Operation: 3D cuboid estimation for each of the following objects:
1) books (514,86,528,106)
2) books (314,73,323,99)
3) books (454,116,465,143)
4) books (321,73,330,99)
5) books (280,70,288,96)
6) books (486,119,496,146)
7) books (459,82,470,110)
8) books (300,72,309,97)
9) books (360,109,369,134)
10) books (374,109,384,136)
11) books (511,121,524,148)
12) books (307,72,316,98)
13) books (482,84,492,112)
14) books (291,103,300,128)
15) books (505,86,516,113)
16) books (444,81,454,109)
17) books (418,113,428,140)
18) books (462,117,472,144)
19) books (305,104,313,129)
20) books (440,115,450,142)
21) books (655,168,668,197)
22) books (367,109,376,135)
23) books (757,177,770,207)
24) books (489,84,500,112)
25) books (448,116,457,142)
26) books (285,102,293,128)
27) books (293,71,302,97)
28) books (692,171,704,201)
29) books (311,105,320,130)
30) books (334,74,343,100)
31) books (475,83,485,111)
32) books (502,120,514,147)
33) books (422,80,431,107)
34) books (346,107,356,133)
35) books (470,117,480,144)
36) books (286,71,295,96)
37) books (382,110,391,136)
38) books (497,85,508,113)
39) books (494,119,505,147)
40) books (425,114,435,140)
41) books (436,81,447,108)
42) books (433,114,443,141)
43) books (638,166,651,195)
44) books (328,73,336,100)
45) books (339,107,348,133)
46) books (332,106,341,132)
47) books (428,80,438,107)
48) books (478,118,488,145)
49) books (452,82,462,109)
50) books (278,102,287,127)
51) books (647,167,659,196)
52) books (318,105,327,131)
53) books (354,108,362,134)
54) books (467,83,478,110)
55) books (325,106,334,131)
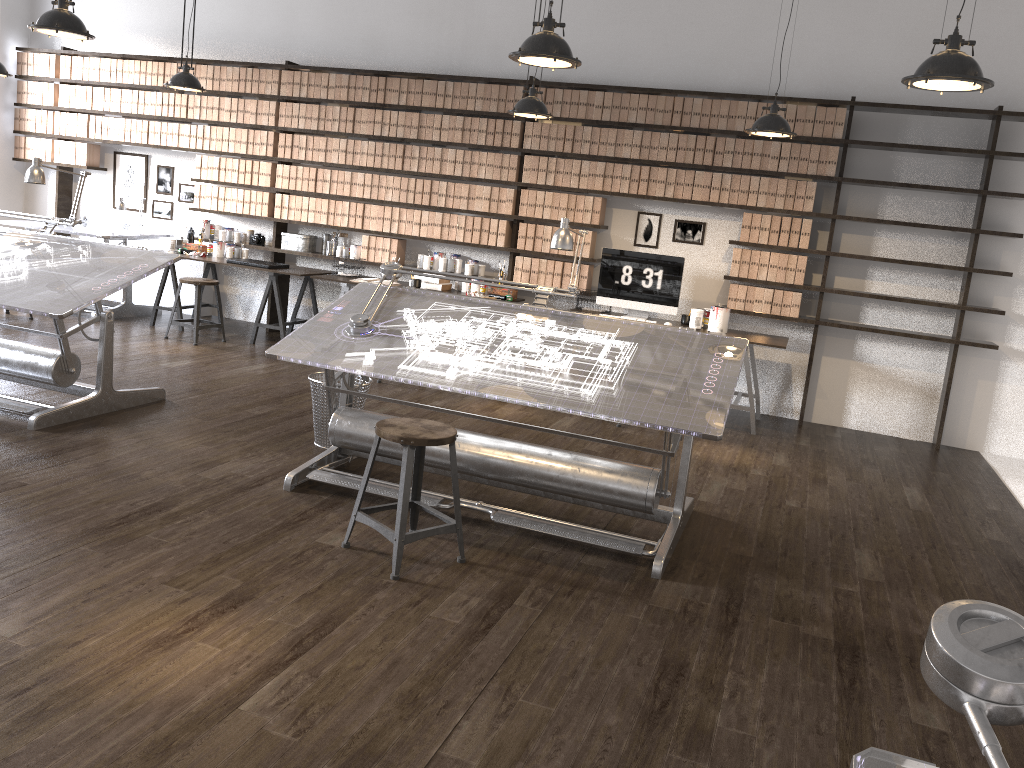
[{"bbox_3d":[0.080,-2.335,7.327,0.067,0.224,0.175,9,10,18],"label":"books"},{"bbox_3d":[-1.687,-2.651,7.912,0.067,0.224,0.175,9,10,18],"label":"books"},{"bbox_3d":[-0.416,-2.147,7.518,0.067,0.224,0.175,9,10,18],"label":"books"},{"bbox_3d":[-1.623,-2.638,7.887,0.067,0.224,0.175,9,10,18],"label":"books"},{"bbox_3d":[-2.014,-2.709,8.019,0.067,0.224,0.175,9,10,18],"label":"books"},{"bbox_3d":[-0.150,-2.101,7.437,0.067,0.224,0.175,9,10,18],"label":"books"},{"bbox_3d":[-0.371,-2.416,7.479,0.067,0.224,0.175,9,10,18],"label":"books"},{"bbox_3d":[-1.819,-2.674,7.954,0.067,0.224,0.175,9,10,18],"label":"books"},{"bbox_3d":[-1.256,-2.298,7.799,0.067,0.224,0.175,9,10,18],"label":"books"},{"bbox_3d":[-1.130,-2.274,7.753,0.067,0.224,0.175,9,10,18],"label":"books"},{"bbox_3d":[0.060,-2.063,7.366,0.067,0.224,0.175,9,10,18],"label":"books"},{"bbox_3d":[-1.752,-2.663,7.936,0.067,0.224,0.175,9,10,18],"label":"books"},{"bbox_3d":[-0.178,-2.382,7.415,0.067,0.224,0.175,9,10,18],"label":"books"},{"bbox_3d":[-1.912,-2.414,8.011,0.067,0.224,0.175,9,10,18],"label":"books"},{"bbox_3d":[0.015,-2.348,7.353,0.067,0.224,0.175,9,10,18],"label":"books"},{"bbox_3d":[-0.503,-2.439,7.520,0.067,0.224,0.175,9,10,18],"label":"books"},{"bbox_3d":[-0.735,-2.205,7.630,0.067,0.224,0.175,9,10,18],"label":"books"},{"bbox_3d":[-0.351,-2.137,7.503,0.067,0.224,0.175,9,10,18],"label":"books"},{"bbox_3d":[-1.784,-2.392,7.973,0.067,0.224,0.175,9,10,18],"label":"books"},{"bbox_3d":[-0.537,-2.169,7.561,0.067,0.224,0.175,9,10,18],"label":"books"},{"bbox_3d":[1.198,-1.592,7.015,0.067,0.224,0.175,9,10,18],"label":"books"},{"bbox_3d":[-1.198,-2.286,7.775,0.067,0.224,0.175,9,10,18],"label":"books"},{"bbox_3d":[1.929,-1.463,6.778,0.067,0.224,0.175,9,10,18],"label":"books"},{"bbox_3d":[-0.117,-2.370,7.390,0.067,0.224,0.175,9,10,18],"label":"books"},{"bbox_3d":[-0.477,-2.159,7.543,0.067,0.224,0.175,9,10,18],"label":"books"},{"bbox_3d":[-1.976,-2.426,8.037,0.067,0.224,0.175,9,10,18],"label":"books"},{"bbox_3d":[-1.888,-2.685,7.973,0.067,0.224,0.175,9,10,18],"label":"books"},{"bbox_3d":[1.469,-1.545,6.931,0.067,0.224,0.175,9,10,18],"label":"books"},{"bbox_3d":[-1.722,-2.380,7.948,0.067,0.224,0.175,9,10,18],"label":"books"},{"bbox_3d":[-1.495,-2.616,7.848,0.067,0.224,0.175,9,10,18],"label":"books"},{"bbox_3d":[-0.238,-2.392,7.433,0.067,0.224,0.175,9,10,18],"label":"books"},{"bbox_3d":[-0.010,-2.076,7.391,0.067,0.224,0.175,9,10,18],"label":"books"},{"bbox_3d":[-0.698,-2.474,7.586,0.067,0.224,0.175,9,10,18],"label":"books"},{"bbox_3d":[-1.388,-2.321,7.839,0.067,0.224,0.175,9,10,18],"label":"books"},{"bbox_3d":[-0.284,-2.125,7.481,0.067,0.224,0.175,9,10,18],"label":"books"},{"bbox_3d":[-1.956,-2.697,7.995,0.067,0.224,0.175,9,10,18],"label":"books"},{"bbox_3d":[-1.061,-2.263,7.734,0.067,0.224,0.175,9,10,18],"label":"books"},{"bbox_3d":[-0.052,-2.360,7.375,0.067,0.224,0.175,9,10,18],"label":"books"},{"bbox_3d":[-0.082,-2.088,7.409,0.067,0.224,0.175,9,10,18],"label":"books"},{"bbox_3d":[-0.670,-2.193,7.607,0.067,0.224,0.175,9,10,18],"label":"books"},{"bbox_3d":[-0.572,-2.451,7.540,0.067,0.224,0.175,9,10,18],"label":"books"},{"bbox_3d":[-0.605,-2.181,7.581,0.067,0.224,0.175,9,10,18],"label":"books"},{"bbox_3d":[1.067,-1.616,7.060,0.067,0.224,0.175,9,10,18],"label":"books"},{"bbox_3d":[-1.554,-2.626,7.866,0.067,0.224,0.175,9,10,18],"label":"books"},{"bbox_3d":[-1.457,-2.334,7.867,0.067,0.224,0.175,9,10,18],"label":"books"},{"bbox_3d":[-1.525,-2.345,7.885,0.067,0.224,0.175,9,10,18],"label":"books"},{"bbox_3d":[-0.640,-2.463,7.562,0.067,0.224,0.175,9,10,18],"label":"books"},{"bbox_3d":[-0.219,-2.112,7.455,0.067,0.224,0.175,9,10,18],"label":"books"},{"bbox_3d":[-0.436,-2.428,7.503,0.067,0.224,0.175,9,10,18],"label":"books"},{"bbox_3d":[-2.041,-2.438,8.060,0.067,0.224,0.175,9,10,18],"label":"books"},{"bbox_3d":[1.139,-1.604,7.042,0.067,0.224,0.175,9,10,18],"label":"books"},{"bbox_3d":[-1.657,-2.369,7.933,0.067,0.224,0.175,9,10,18],"label":"books"},{"bbox_3d":[-1.317,-2.309,7.821,0.067,0.224,0.175,9,10,18],"label":"books"},{"bbox_3d":[-0.306,-2.404,7.454,0.067,0.224,0.175,9,10,18],"label":"books"},{"bbox_3d":[-1.590,-2.357,7.911,0.067,0.224,0.175,9,10,18],"label":"books"}]
